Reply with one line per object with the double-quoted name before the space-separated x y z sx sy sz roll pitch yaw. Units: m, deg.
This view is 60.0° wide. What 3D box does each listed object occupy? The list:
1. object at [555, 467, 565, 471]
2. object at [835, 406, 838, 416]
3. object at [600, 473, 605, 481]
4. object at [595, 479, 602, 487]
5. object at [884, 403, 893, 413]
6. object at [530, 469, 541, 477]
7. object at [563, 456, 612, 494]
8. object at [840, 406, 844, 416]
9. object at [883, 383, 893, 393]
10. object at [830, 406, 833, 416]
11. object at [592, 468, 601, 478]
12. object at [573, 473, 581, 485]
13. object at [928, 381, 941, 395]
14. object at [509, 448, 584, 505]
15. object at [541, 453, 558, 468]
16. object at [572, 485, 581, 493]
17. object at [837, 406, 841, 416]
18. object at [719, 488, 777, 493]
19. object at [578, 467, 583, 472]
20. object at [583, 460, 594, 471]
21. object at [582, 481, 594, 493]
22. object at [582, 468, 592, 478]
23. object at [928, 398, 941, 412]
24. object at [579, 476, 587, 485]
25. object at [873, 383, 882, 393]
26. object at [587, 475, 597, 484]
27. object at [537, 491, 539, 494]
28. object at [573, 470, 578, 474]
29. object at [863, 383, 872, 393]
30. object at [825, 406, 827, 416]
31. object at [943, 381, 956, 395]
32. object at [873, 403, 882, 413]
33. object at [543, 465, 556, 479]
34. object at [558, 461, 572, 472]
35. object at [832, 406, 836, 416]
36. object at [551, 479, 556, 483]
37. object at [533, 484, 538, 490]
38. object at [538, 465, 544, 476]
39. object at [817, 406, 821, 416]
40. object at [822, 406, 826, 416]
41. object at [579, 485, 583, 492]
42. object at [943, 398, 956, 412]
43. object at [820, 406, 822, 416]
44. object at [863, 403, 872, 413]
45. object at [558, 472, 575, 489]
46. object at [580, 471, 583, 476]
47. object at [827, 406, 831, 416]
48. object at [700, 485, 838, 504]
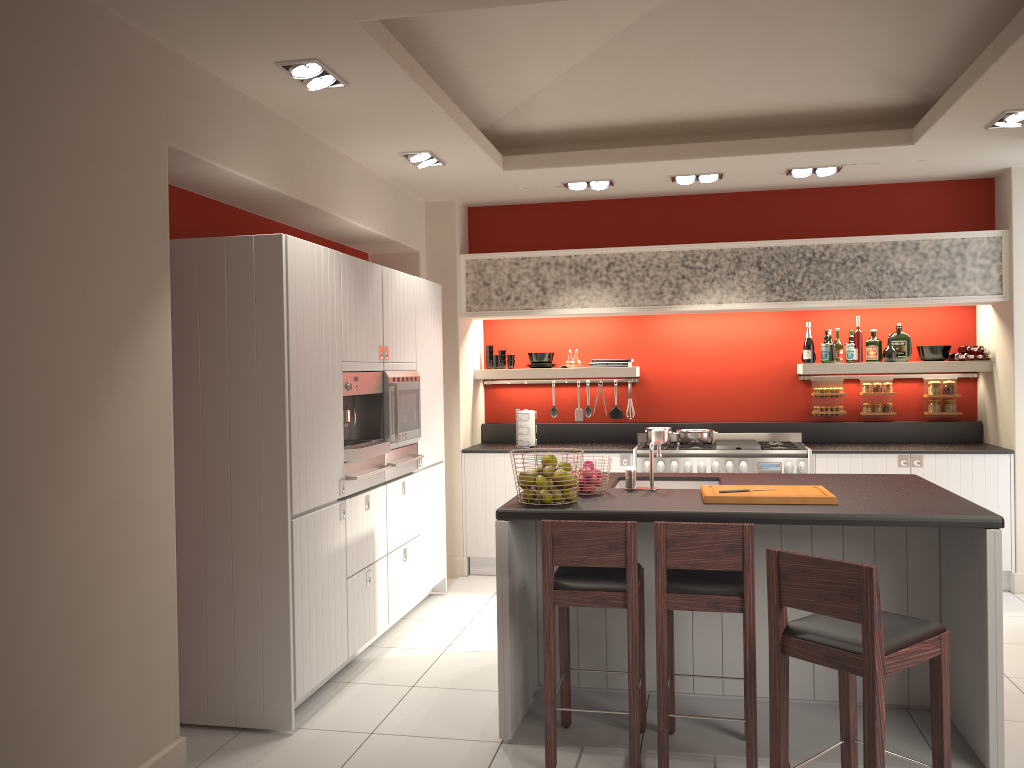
"object" 0.216 0.408 4.087 0.056 0.054 0.057 -1 1 -17
"object" 2.632 0.218 7.199 0.034 0.078 0.034 -1 1 32
"object" 0.432 0.466 4.403 0.055 0.056 0.055 -1 1 21
"object" 0.421 0.481 4.346 0.046 0.043 0.046 -2 1 -39
"object" 3.013 0.194 7.104 0.068 0.088 0.068 -1 1 32
"object" 0.106 0.419 4.078 0.057 0.061 0.062 -1 1 26
"object" 0.370 0.448 4.363 0.248 0.168 0.248 -1 1 0
"object" 2.670 0.217 7.191 0.034 0.078 0.034 -1 1 32
"object" 3.010 0.034 7.102 0.068 0.088 0.068 -1 1 32
"object" 2.593 0.218 7.207 0.034 0.078 0.034 -1 1 32
"object" 0.410 0.439 4.329 0.051 0.055 0.056 -1 1 26
"object" 0.318 0.465 4.326 0.059 0.059 0.060 -1 1 24
"object" 3.350 0.036 7.029 0.093 0.120 0.094 -1 1 32
"object" 0.160 0.421 4.064 0.341 0.232 0.341 0 1 45
"object" 0.172 0.357 4.087 0.078 0.080 0.078 -1 1 12
"object" 0.310 0.508 4.325 0.050 0.049 0.049 -1 1 -22
"object" 2.640 0.218 7.158 0.034 0.078 0.034 -1 1 32
"object" 1.080 0.484 4.057 0.302 0.010 0.035 -1 1 -18
"object" 0.347 0.433 4.375 0.041 0.044 0.045 -1 1 -19
"object" 0.375 0.402 4.344 0.056 0.058 0.056 -1 1 -33
"object" 0.372 0.501 4.316 0.062 0.057 0.061 -1 1 12
"object" 0.361 0.428 4.283 0.048 0.046 0.048 -1 1 -33
"object" 3.352 0.173 7.030 0.093 0.120 0.094 -1 1 32
"object" 0.343 0.467 4.290 0.041 0.041 0.040 -2 1 -42
"object" 2.934 0.035 7.118 0.068 0.088 0.068 -1 1 32
"object" 0.388 0.462 4.290 0.048 0.046 0.048 -1 1 -29
"object" 0.140 0.509 4.083 0.055 0.054 0.053 -1 1 15
"object" 0.304 0.447 4.368 0.049 0.049 0.048 -1 1 19
"object" 2.857 0.036 7.134 0.068 0.088 0.068 -1 1 32
"object" 2.554 0.219 7.215 0.034 0.078 0.034 -1 1 32
"object" 3.454 0.035 7.007 0.093 0.120 0.094 -1 1 32
"object" 2.937 0.195 7.120 0.068 0.088 0.068 -1 1 32
"object" 0.169 0.401 4.030 0.057 0.061 0.062 -1 1 26
"object" 0.246 0.390 4.133 0.067 0.064 0.067 -1 1 12
"object" 2.601 0.219 7.166 0.034 0.078 0.034 -1 1 32
"object" 0.215 0.438 4.153 0.067 0.064 0.066 -1 1 16
"object" 0.129 0.467 4.131 0.064 0.060 0.064 -1 1 6
"object" 0.153 0.408 4.136 0.078 0.076 0.071 -1 1 -19
"object" 2.487 0.220 7.189 0.034 0.078 0.034 -1 1 32
"object" 2.525 0.220 7.181 0.034 0.078 0.034 -1 1 32
"object" 0.337 0.507 4.362 0.050 0.049 0.049 -1 1 -22
"object" 3.457 0.171 7.008 0.093 0.120 0.094 -1 1 32
"object" 2.515 0.219 7.223 0.034 0.078 0.034 -1 1 32
"object" 2.860 0.196 7.135 0.068 0.088 0.068 -1 1 32
"object" 0.248 0.441 4.050 0.082 0.082 0.082 -1 1 -21
"object" 0.353 0.440 4.322 0.041 0.039 0.041 -1 1 28
"object" 2.563 0.219 7.173 0.034 0.078 0.034 -1 1 32
"object" 1.160 0.505 4.064 0.570 0.033 0.372 -1 1 10
